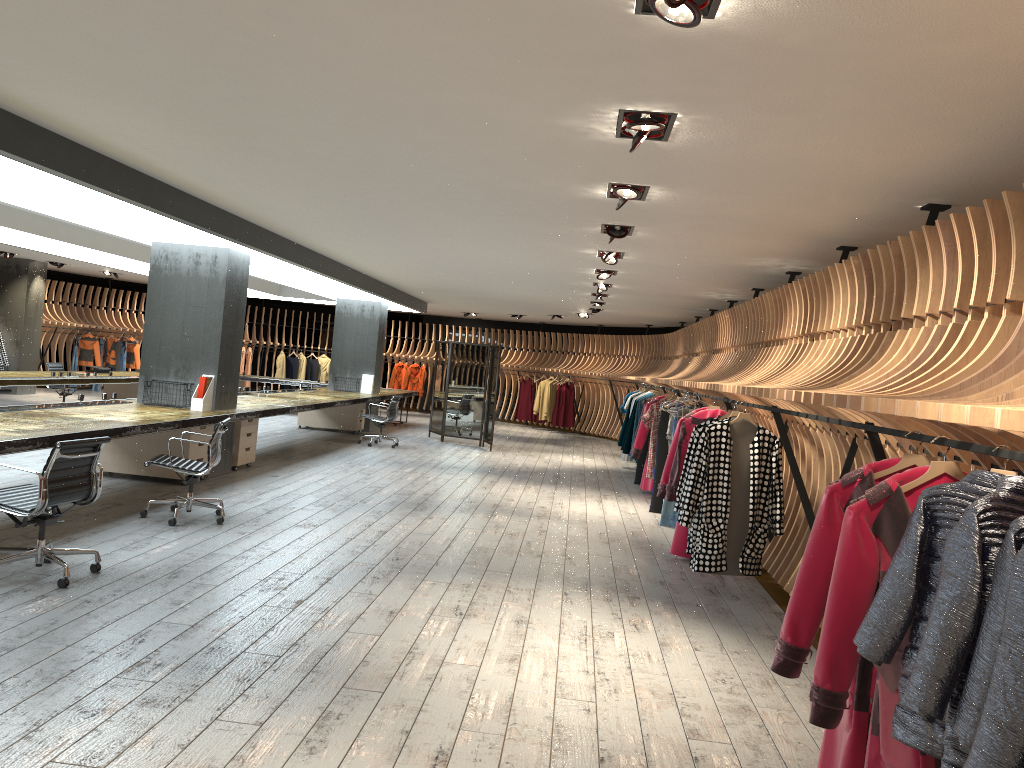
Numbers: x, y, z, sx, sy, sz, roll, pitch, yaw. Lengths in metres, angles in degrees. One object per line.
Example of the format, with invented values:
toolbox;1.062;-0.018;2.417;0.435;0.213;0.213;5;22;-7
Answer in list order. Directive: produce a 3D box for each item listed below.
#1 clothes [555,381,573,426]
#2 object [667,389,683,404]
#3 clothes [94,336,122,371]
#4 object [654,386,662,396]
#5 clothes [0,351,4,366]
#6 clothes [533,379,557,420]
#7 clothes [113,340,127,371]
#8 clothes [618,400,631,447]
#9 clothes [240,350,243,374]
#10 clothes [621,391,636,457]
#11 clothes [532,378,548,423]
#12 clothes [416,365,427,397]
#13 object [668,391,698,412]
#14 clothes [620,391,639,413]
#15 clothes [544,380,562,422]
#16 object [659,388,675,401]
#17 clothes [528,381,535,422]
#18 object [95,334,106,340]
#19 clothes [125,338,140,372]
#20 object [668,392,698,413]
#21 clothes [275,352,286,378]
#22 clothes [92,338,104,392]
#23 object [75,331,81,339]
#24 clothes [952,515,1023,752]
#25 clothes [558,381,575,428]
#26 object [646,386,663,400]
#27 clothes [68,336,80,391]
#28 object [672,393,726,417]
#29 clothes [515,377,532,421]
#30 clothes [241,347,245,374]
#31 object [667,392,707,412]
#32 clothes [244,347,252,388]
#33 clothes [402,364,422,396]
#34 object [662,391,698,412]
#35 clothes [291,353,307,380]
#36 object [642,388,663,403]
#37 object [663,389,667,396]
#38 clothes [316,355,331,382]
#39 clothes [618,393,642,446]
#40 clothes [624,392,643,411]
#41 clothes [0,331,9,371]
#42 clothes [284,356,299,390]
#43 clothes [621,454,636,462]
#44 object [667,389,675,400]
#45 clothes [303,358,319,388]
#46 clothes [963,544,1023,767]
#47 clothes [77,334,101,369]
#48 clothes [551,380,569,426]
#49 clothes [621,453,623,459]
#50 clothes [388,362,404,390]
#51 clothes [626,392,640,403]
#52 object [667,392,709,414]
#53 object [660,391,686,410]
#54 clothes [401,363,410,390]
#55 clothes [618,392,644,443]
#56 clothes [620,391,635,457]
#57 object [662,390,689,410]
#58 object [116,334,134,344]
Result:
clothes;1.332;0.496;21.764;0.444;1.129;0.127;5;0;1
object;2.014;0.202;10.994;0.524;0.286;0.015;5;0;-11
clothes;-9.695;-0.721;21.379;0.840;0.881;0.200;6;0;24
object;2.205;0.164;13.360;0.525;0.270;0.012;6;0;14
clothes;-10.540;-0.557;17.750;0.807;1.187;0.192;5;0;5
clothes;0.952;0.409;22.224;0.777;1.053;0.151;5;0;5
clothes;-9.590;-0.365;21.658;0.308;1.421;0.200;5;0;-24
clothes;2.294;0.689;15.043;0.914;1.081;0.238;5;0;4
clothes;-7.359;-0.434;23.730;0.447;1.156;0.125;6;0;39
clothes;2.383;0.857;16.646;0.677;1.434;0.204;5;0;-6
clothes;0.745;0.426;22.457;0.443;1.129;0.127;5;0;-34
clothes;-2.486;-0.098;24.378;0.200;0.881;0.840;5;1;-16
object;1.937;0.197;9.859;0.549;0.243;0.023;5;1;-34
clothes;2.301;0.613;15.926;0.738;0.971;0.167;6;0;13
clothes;1.095;0.426;22.056;0.152;1.053;0.776;6;1;45
object;2.108;0.187;11.851;0.525;0.270;0.012;6;0;14
clothes;0.512;0.399;22.706;0.127;1.129;0.444;5;0;-4
object;-9.811;-1.148;21.145;0.023;0.243;0.549;5;1;1
clothes;-9.420;-0.708;21.885;0.840;0.881;0.200;6;0;34
object;1.915;0.203;9.594;0.549;0.243;0.023;5;0;-24
clothes;-6.324;-0.443;24.201;0.250;0.889;0.705;5;1;-35
clothes;-9.884;-0.382;21.141;0.200;1.421;0.309;5;0;-4
object;-10.073;-1.162;20.599;0.023;0.243;0.549;5;1;-14
clothes;1.304;0.671;2.015;0.511;0.854;0.227;6;0;25
clothes;1.375;0.502;21.681;0.443;1.129;0.127;5;0;-24
object;2.188;0.171;13.062;0.525;0.270;0.012;6;0;29
clothes;-10.147;-0.396;20.609;0.200;1.421;0.309;5;0;-19
object;1.899;0.222;8.958;0.547;0.262;0.023;6;0;6
clothes;0.345;0.379;22.889;0.444;1.129;0.127;5;0;1
clothes;-7.258;-0.426;23.788;0.125;1.156;0.447;5;0;-26
object;1.925;0.213;9.473;0.548;0.256;0.023;6;0;30
clothes;-7.111;-0.413;23.862;0.125;1.156;0.447;5;0;-31
clothes;-2.722;-0.122;24.447;0.201;0.881;0.839;6;1;34
object;1.930;0.201;9.701;0.549;0.243;0.023;6;0;11
clothes;-5.826;-0.399;24.373;0.250;0.889;0.705;5;1;-45
object;2.164;0.172;12.883;0.525;0.270;0.012;6;0;9
object;2.104;0.181;12.097;0.525;0.270;0.012;5;0;4
clothes;-5.241;-0.348;24.491;0.705;0.889;0.250;6;0;25
clothes;2.281;0.689;14.957;0.914;1.081;0.238;6;0;9
clothes;2.286;0.607;15.325;0.734;0.937;0.164;6;0;8
clothes;-10.535;-0.561;17.938;0.799;1.185;0.191;5;0;5
clothes;-6.058;-0.092;24.299;0.540;1.352;0.087;6;0;39
clothes;2.360;0.860;16.370;0.677;1.434;0.204;5;0;-11
object;2.037;0.193;11.206;0.525;0.270;0.012;5;0;4
clothes;-5.561;-0.047;24.432;0.539;1.352;0.087;6;0;29
clothes;1.281;0.697;1.840;0.585;0.854;0.211;6;0;32
clothes;-10.010;-0.744;20.911;0.840;0.881;0.200;6;0;19
clothes;1.228;0.484;21.897;0.443;1.129;0.127;5;0;-24
clothes;2.371;0.859;16.506;0.677;1.434;0.203;6;0;19
clothes;-3.153;-0.165;24.516;0.201;0.881;0.839;6;1;19
clothes;2.348;0.606;15.778;0.744;0.931;0.158;6;0;9
object;1.885;0.207;9.152;0.549;0.243;0.023;6;0;6
object;1.946;0.200;9.966;0.549;0.250;0.023;6;0;6
clothes;-2.920;-0.143;24.532;0.201;0.881;0.839;5;1;9
clothes;2.296;0.686;15.166;0.914;1.081;0.238;5;0;4
clothes;2.393;0.855;16.786;0.677;1.434;0.203;6;0;19
object;1.953;0.194;10.062;0.549;0.243;0.023;6;1;41
object;-9.511;-1.130;21.657;0.549;0.243;0.023;5;0;-19
